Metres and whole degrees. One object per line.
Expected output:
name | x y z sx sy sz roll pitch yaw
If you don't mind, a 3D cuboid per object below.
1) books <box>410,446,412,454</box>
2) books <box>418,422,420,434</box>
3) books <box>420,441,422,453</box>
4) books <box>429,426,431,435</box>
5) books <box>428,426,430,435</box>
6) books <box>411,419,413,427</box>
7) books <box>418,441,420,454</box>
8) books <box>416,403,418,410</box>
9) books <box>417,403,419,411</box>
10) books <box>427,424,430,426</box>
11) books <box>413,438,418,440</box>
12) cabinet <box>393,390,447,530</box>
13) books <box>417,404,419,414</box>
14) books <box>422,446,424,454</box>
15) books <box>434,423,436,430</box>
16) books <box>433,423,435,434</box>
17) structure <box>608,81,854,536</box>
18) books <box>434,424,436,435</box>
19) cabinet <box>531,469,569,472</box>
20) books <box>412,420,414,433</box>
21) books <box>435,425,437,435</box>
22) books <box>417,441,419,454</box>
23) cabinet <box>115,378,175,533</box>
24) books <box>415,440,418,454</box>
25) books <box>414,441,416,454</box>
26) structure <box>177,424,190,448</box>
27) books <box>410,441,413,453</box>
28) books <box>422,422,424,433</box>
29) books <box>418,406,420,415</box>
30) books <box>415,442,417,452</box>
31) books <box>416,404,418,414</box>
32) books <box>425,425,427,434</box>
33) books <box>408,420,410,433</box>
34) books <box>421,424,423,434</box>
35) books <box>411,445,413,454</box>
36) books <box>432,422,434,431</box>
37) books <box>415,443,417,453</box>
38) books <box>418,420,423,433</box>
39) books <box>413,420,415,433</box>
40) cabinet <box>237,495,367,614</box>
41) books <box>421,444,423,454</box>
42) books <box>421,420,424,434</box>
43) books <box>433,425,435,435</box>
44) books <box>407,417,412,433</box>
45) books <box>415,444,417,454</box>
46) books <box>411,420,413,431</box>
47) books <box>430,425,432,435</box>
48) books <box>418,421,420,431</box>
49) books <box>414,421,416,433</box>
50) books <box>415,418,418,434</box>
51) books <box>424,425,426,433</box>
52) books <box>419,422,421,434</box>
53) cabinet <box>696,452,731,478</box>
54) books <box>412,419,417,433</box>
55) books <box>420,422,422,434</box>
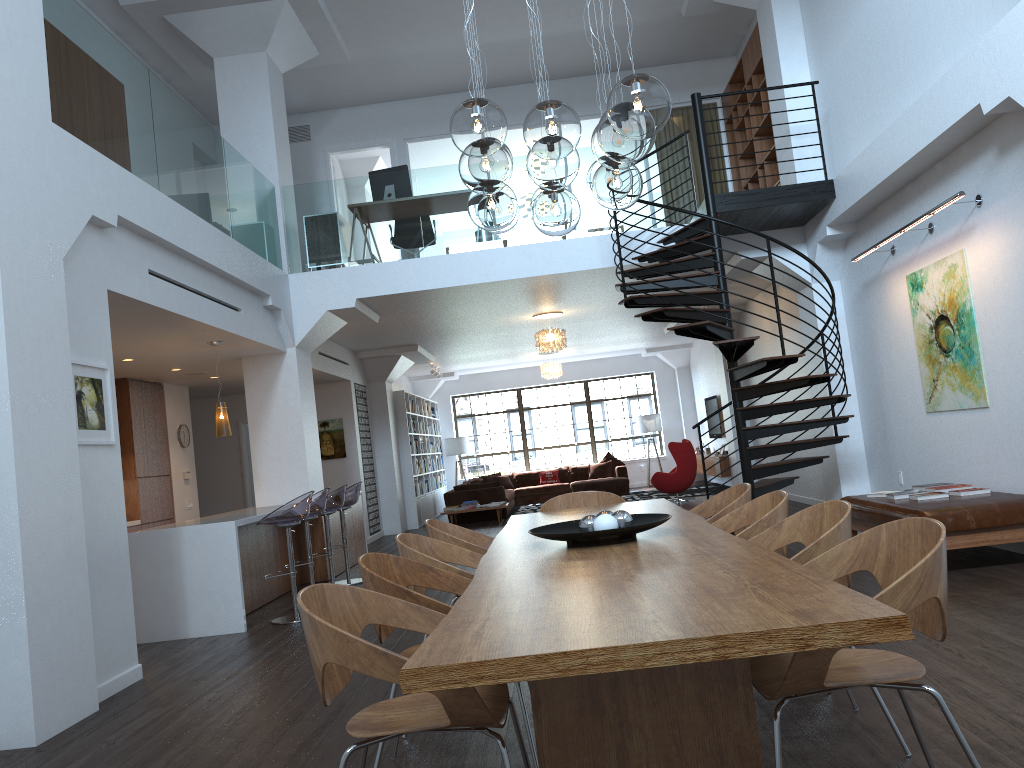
books | -1.838 1.178 15.694 0.110 0.153 0.019 -7 -4 2
books | -1.852 0.829 16.799 0.182 0.253 0.034 -7 -4 2
books | -1.809 1.216 16.849 0.174 0.240 0.054 -7 -4 2
books | -1.779 0.977 18.515 0.136 0.196 0.045 -7 -4 2
books | -1.786 0.977 18.413 0.134 0.184 0.030 -7 -4 2
books | -1.903 0.788 16.202 0.180 0.259 0.042 -7 -4 2
books | -1.820 1.186 16.515 0.182 0.253 0.034 -7 -4 2
books | -1.890 0.494 17.122 0.140 0.231 0.042 -7 -4 2
books | -1.887 0.501 17.219 0.140 0.231 0.042 -7 -4 2
books | -1.779 0.966 18.597 0.140 0.231 0.042 -7 -4 2
books | -1.829 1.173 16.579 0.176 0.294 0.102 -7 -4 2
cabinet | -1.871 1.482 17.640 0.461 2.414 4.500 -7 -4 2
books | -1.893 0.500 17.171 0.158 0.226 0.052 -7 -4 2
books | -1.796 1.249 17.081 0.161 0.207 0.135 -7 -4 2
books | -1.749 0.996 19.236 0.180 0.259 0.060 -7 -4 2
books | -1.754 0.982 18.992 0.183 0.253 0.034 -7 -4 2
structure | 2.028 -0.642 8.406 1.998 4.352 1.998 -3 -5 -37
books | -1.745 0.992 19.153 0.183 0.253 0.034 -7 -4 2
cabinet | 1.164 2.194 19.853 1.520 0.625 0.350 -7 -4 2
books | -1.893 0.799 16.280 0.171 0.246 0.039 -7 -4 2
books | -1.747 1.016 19.372 0.174 0.240 0.045 -7 -4 2
books | -1.826 1.188 16.441 0.174 0.239 0.045 -7 -4 2
cabinet | -4.655 1.077 8.410 0.598 2.499 5.299 -7 -4 2
books | -1.833 1.174 16.342 0.182 0.253 0.034 -7 -4 2
books | -1.845 1.164 16.093 0.174 0.239 0.045 -7 -4 2
structure | -4.257 0.675 11.507 0.040 0.300 0.300 -7 -4 2
books | -1.850 1.149 15.821 0.140 0.231 0.042 -7 -4 2
books | -1.825 0.874 17.431 0.159 0.250 0.026 -7 -4 2
books | -1.879 0.523 17.258 0.139 0.191 0.036 -7 -4 2
books | -1.844 1.182 16.271 0.167 0.230 0.037 -7 -4 2
books | -1.888 0.502 17.036 0.146 0.202 0.027 -7 -4 2
books | -1.801 0.929 17.866 0.146 0.202 0.027 -7 -4 2
books | -1.902 0.762 15.683 0.172 0.235 0.112 -7 -4 2
books | -1.838 0.865 17.220 0.174 0.239 0.045 -7 -4 2
books | -1.831 1.176 15.783 0.107 0.167 0.017 -7 -4 2
books | -1.765 0.959 18.917 0.176 0.290 0.053 -7 -4 2
books | -1.837 1.182 16.238 0.161 0.223 0.026 -7 -4 2
books | -1.843 0.846 17.299 0.176 0.290 0.053 -7 -4 2
books | -1.894 0.801 16.354 0.183 0.253 0.042 -7 -4 2
cabinet | -2.450 1.727 9.188 0.898 0.796 4.493 -7 -4 2
books | -1.815 1.218 16.962 0.183 0.253 0.042 -7 -4 2
books | -1.844 0.854 17.359 0.197 0.283 0.065 -7 -4 2
books | -1.760 0.980 18.959 0.183 0.253 0.034 -7 -4 2
books | -1.894 0.745 15.844 0.176 0.290 0.053 -7 -4 2
books | -1.836 1.180 16.211 0.161 0.223 0.027 -7 -4 2
books | -1.900 0.784 16.115 0.183 0.253 0.042 -7 -4 2
books | -1.780 0.972 18.645 0.158 0.226 0.052 -7 -4 2
books | -1.852 0.841 16.872 0.174 0.239 0.045 -7 -4 2
books | -1.878 0.814 16.465 0.174 0.240 0.054 -7 -4 2
books | -1.875 0.801 16.632 0.176 0.291 0.053 -7 -4 2
books | -1.807 0.931 17.806 0.139 0.191 0.036 -7 -4 2
books | -1.849 0.842 16.973 0.182 0.253 0.034 -7 -4 2
cabinet | 3.883 1.550 17.368 0.459 0.350 4.501 -7 -4 2
books | -1.893 0.802 16.581 0.198 0.284 0.049 -7 -4 2
books | -1.844 0.859 17.170 0.170 0.245 0.057 -7 -4 2
